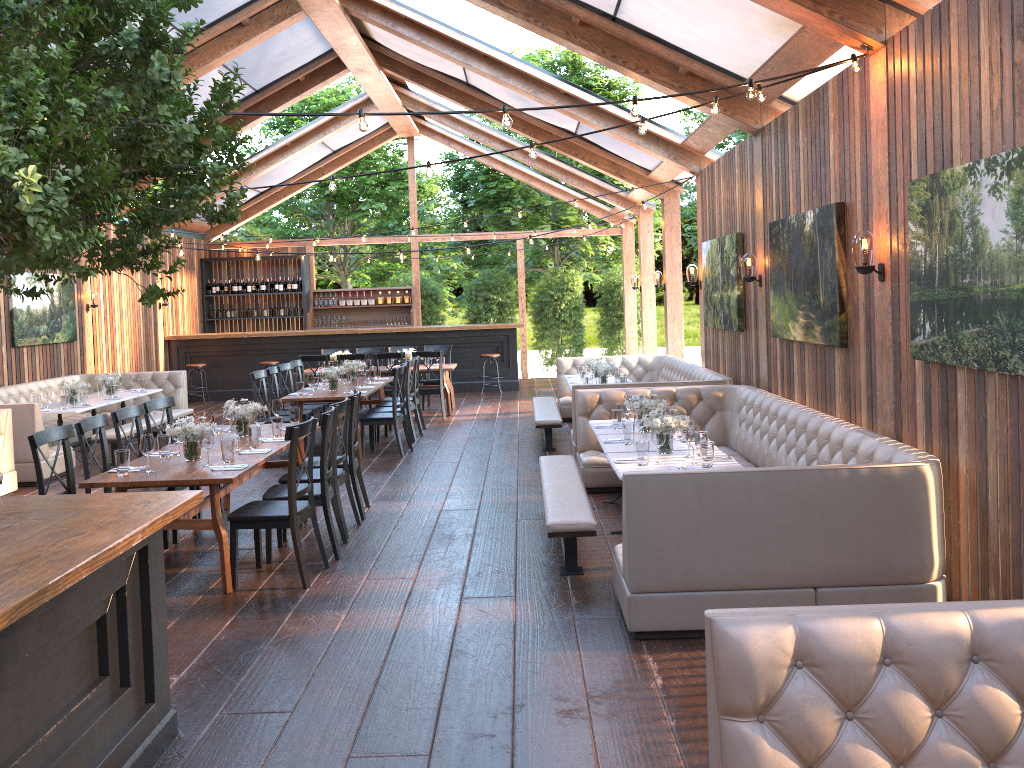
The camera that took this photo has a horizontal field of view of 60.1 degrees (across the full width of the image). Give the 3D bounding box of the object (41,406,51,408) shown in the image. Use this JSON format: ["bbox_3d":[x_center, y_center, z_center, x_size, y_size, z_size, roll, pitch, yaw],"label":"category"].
[{"bbox_3d":[-5.535,0.268,10.393,0.255,0.019,0.158,-2,6,1],"label":"object"}]

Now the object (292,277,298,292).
[{"bbox_3d":[-4.611,-2.111,18.798,0.136,0.315,0.136,-2,2,8],"label":"object"}]

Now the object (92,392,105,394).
[{"bbox_3d":[-5.519,0.117,11.943,0.255,0.019,0.158,-2,6,1],"label":"object"}]

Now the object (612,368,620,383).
[{"bbox_3d":[1.195,-0.053,10.125,0.092,0.244,0.092,-4,3,-41],"label":"object"}]

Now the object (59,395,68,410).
[{"bbox_3d":[-5.116,0.211,10.110,0.092,0.158,0.092,-3,3,-13],"label":"object"}]

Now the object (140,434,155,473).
[{"bbox_3d":[-2.339,0.446,5.682,0.092,0.244,0.092,-3,2,-19],"label":"object"}]

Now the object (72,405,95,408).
[{"bbox_3d":[-5.027,0.255,10.346,0.255,0.019,0.158,-2,6,1],"label":"object"}]

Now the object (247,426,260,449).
[{"bbox_3d":[-1.893,0.393,6.501,0.092,0.158,0.092,-2,3,7],"label":"object"}]

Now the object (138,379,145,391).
[{"bbox_3d":[-5.056,0.018,12.073,0.092,0.158,0.092,-3,3,-13],"label":"object"}]

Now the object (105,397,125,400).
[{"bbox_3d":[-5.011,0.179,11.119,0.255,0.019,0.158,-2,6,1],"label":"object"}]

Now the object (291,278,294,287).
[{"bbox_3d":[-4.678,-2.119,18.923,0.077,0.308,0.077,-3,2,-21],"label":"object"}]

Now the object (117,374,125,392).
[{"bbox_3d":[-5.334,-0.015,12.074,0.092,0.244,0.092,0,3,43],"label":"object"}]

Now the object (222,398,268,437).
[{"bbox_3d":[-2.153,0.267,7.108,0.329,0.309,0.337,1,5,38],"label":"object"}]

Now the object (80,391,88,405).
[{"bbox_3d":[-5.077,0.172,10.504,0.092,0.158,0.092,-3,3,-13],"label":"object"}]

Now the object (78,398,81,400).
[{"bbox_3d":[-5.527,0.190,11.193,0.255,0.019,0.158,-2,6,1],"label":"object"}]

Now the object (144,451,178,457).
[{"bbox_3d":[-2.500,0.500,6.375,0.255,0.019,0.158,-2,6,1],"label":"object"}]

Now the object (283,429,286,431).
[{"bbox_3d":[-1.833,0.371,7.423,0.255,0.019,0.158,-2,6,1],"label":"object"}]

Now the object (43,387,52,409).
[{"bbox_3d":[-5.403,0.161,10.294,0.092,0.244,0.092,-4,3,-41],"label":"object"}]

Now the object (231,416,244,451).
[{"bbox_3d":[-1.993,0.361,6.424,0.092,0.244,0.092,-2,2,-2],"label":"object"}]

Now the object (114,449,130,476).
[{"bbox_3d":[-2.474,0.499,5.623,0.092,0.158,0.092,-1,3,27],"label":"object"}]

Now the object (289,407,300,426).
[{"bbox_3d":[-1.870,0.285,7.605,0.092,0.158,0.092,0,3,37],"label":"object"}]

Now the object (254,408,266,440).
[{"bbox_3d":[-1.973,0.312,6.926,0.092,0.244,0.092,-2,2,4],"label":"object"}]

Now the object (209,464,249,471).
[{"bbox_3d":[-1.845,0.537,5.726,0.255,0.019,0.158,-2,6,1],"label":"object"}]

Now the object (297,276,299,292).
[{"bbox_3d":[-4.576,-2.135,18.937,0.087,0.334,0.087,-3,2,-19],"label":"object"}]

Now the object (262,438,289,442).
[{"bbox_3d":[-1.841,0.428,6.841,0.255,0.019,0.158,-2,6,1],"label":"object"}]

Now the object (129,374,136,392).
[{"bbox_3d":[-5.146,-0.015,12.008,0.092,0.244,0.092,0,3,43],"label":"object"}]

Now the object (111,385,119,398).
[{"bbox_3d":[-5.061,0.096,11.277,0.092,0.158,0.092,-3,3,-13],"label":"object"}]

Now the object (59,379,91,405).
[{"bbox_3d":[-5.269,0.090,10.640,0.329,0.309,0.337,0,4,23],"label":"object"}]

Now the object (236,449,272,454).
[{"bbox_3d":[-1.858,0.478,6.330,0.255,0.019,0.158,-2,6,1],"label":"object"}]

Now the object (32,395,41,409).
[{"bbox_3d":[-5.490,0.213,10.231,0.092,0.158,0.092,-3,3,-13],"label":"object"}]

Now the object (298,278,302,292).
[{"bbox_3d":[-4.494,-2.108,18.783,0.075,0.302,0.075,-1,2,17],"label":"object"}]

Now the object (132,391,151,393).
[{"bbox_3d":[-5.006,0.102,11.915,0.255,0.019,0.158,-2,6,1],"label":"object"}]

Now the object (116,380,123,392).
[{"bbox_3d":[-5.397,0.021,12.164,0.092,0.158,0.092,-3,3,-13],"label":"object"}]

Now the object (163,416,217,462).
[{"bbox_3d":[-2.192,0.371,6.060,0.336,0.309,0.330,-2,4,-4],"label":"object"}]

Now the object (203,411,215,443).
[{"bbox_3d":[-2.331,0.334,6.811,0.092,0.244,0.092,0,3,43],"label":"object"}]

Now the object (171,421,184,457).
[{"bbox_3d":[-2.368,0.389,6.282,0.092,0.244,0.092,-2,2,-2],"label":"object"}]

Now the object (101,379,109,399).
[{"bbox_3d":[-5.151,0.062,11.211,0.092,0.244,0.092,0,3,43],"label":"object"}]

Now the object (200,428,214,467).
[{"bbox_3d":[-2.008,0.419,5.831,0.092,0.244,0.092,-4,3,-41],"label":"object"}]

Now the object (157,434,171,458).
[{"bbox_3d":[-2.439,0.437,6.210,0.092,0.158,0.092,-1,3,27],"label":"object"}]

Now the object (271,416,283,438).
[{"bbox_3d":[-1.862,0.341,7.020,0.092,0.158,0.092,-1,3,27],"label":"object"}]

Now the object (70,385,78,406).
[{"bbox_3d":[-5.167,0.138,10.439,0.092,0.244,0.092,-4,3,-41],"label":"object"}]

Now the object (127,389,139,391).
[{"bbox_3d":[-5.235,0.081,12.213,0.157,0.019,0.256,-2,6,1],"label":"object"}]

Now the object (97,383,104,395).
[{"bbox_3d":[-5.474,0.061,11.781,0.092,0.158,0.092,-3,3,-13],"label":"object"}]

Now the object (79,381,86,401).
[{"bbox_3d":[-5.395,0.082,11.094,0.092,0.244,0.092,0,3,43],"label":"object"}]

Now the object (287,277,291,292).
[{"bbox_3d":[-4.728,-2.102,18.760,0.078,0.311,0.078,-2,2,-4],"label":"object"}]

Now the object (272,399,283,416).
[{"bbox_3d":[-1.991,0.255,7.517,0.092,0.244,0.092,-2,2,4],"label":"object"}]

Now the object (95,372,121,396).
[{"bbox_3d":[-5.280,-0.003,11.592,0.329,0.309,0.337,-4,4,-25],"label":"object"}]

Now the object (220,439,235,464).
[{"bbox_3d":[-1.897,0.451,5.912,0.092,0.158,0.092,-1,3,17],"label":"object"}]

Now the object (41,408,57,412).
[{"bbox_3d":[-5.273,0.291,10.065,0.157,0.019,0.256,-2,6,1],"label":"object"}]

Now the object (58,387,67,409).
[{"bbox_3d":[-5.182,0.162,10.197,0.092,0.244,0.092,-4,3,-41],"label":"object"}]

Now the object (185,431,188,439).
[{"bbox_3d":[-2.460,0.389,6.745,0.092,0.158,0.092,-4,3,-33],"label":"object"}]

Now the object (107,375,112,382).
[{"bbox_3d":[-5.387,0.009,11.844,0.092,0.244,0.092,0,3,43],"label":"object"}]

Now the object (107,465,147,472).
[{"bbox_3d":[-2.495,0.553,5.794,0.255,0.019,0.158,-2,6,1],"label":"object"}]
